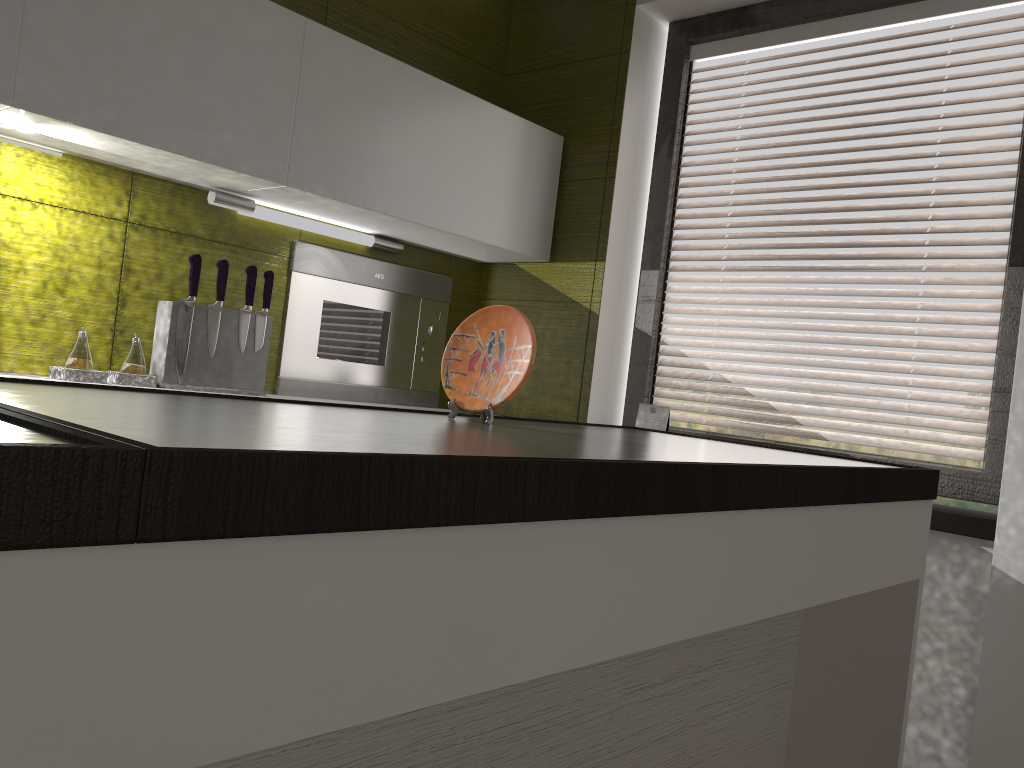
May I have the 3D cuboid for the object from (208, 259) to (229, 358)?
[{"bbox_3d":[-0.779,-0.199,2.333,0.013,0.264,0.042,7,0,42],"label":"object"}]

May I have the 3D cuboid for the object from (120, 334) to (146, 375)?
[{"bbox_3d":[-0.948,-0.065,2.230,0.059,0.121,0.059,7,0,9],"label":"object"}]

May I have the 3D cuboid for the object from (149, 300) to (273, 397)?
[{"bbox_3d":[-0.804,-0.090,2.380,0.107,0.227,0.293,7,0,42],"label":"object"}]

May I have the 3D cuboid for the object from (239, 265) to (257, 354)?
[{"bbox_3d":[-0.719,-0.202,2.399,0.013,0.243,0.036,7,0,42],"label":"object"}]

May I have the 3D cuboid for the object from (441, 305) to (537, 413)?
[{"bbox_3d":[-0.039,-0.042,1.424,0.184,0.178,0.055,7,0,38],"label":"object"}]

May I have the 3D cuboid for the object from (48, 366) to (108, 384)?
[{"bbox_3d":[-1.037,-0.021,2.118,0.107,0.032,0.107,7,0,42],"label":"object"}]

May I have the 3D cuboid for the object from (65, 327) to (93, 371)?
[{"bbox_3d":[-1.030,-0.075,2.119,0.059,0.121,0.059,7,0,-2],"label":"object"}]

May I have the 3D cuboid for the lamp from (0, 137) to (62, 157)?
[{"bbox_3d":[-1.206,-0.570,2.033,0.008,0.008,0.334,7,0,42],"label":"lamp"}]

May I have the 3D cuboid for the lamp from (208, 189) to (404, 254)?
[{"bbox_3d":[-0.590,-0.477,2.664,0.095,0.041,0.716,7,0,42],"label":"lamp"}]

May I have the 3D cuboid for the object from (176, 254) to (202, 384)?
[{"bbox_3d":[-0.836,-0.168,2.274,0.013,0.339,0.046,7,0,42],"label":"object"}]

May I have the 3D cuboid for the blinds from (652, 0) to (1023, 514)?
[{"bbox_3d":[1.031,-2.963,6.765,16.000,12.704,9.030,7,0,-9],"label":"blinds"}]

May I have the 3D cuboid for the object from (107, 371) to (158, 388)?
[{"bbox_3d":[-0.954,-0.011,2.230,0.107,0.032,0.107,7,0,-36],"label":"object"}]

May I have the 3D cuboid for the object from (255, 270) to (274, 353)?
[{"bbox_3d":[-0.685,-0.199,2.436,0.013,0.231,0.040,7,0,42],"label":"object"}]

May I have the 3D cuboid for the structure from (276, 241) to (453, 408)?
[{"bbox_3d":[-0.457,-0.170,2.902,0.015,0.469,0.663,7,0,42],"label":"structure"}]

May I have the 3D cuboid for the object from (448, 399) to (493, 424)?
[{"bbox_3d":[-0.043,-0.004,1.423,0.088,0.131,0.072,7,0,37],"label":"object"}]

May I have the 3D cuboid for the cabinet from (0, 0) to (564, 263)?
[{"bbox_3d":[-1.259,0.007,1.894,0.724,2.089,3.471,7,0,42],"label":"cabinet"}]

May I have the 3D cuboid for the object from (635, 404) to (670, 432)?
[{"bbox_3d":[0.433,0.150,2.754,0.106,0.169,0.057,7,0,36],"label":"object"}]

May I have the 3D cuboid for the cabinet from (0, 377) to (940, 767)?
[{"bbox_3d":[-0.518,0.571,0.716,0.663,1.134,2.947,7,0,42],"label":"cabinet"}]

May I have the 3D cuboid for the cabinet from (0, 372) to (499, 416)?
[{"bbox_3d":[-1.050,0.537,2.009,0.465,1.086,2.940,7,0,42],"label":"cabinet"}]
